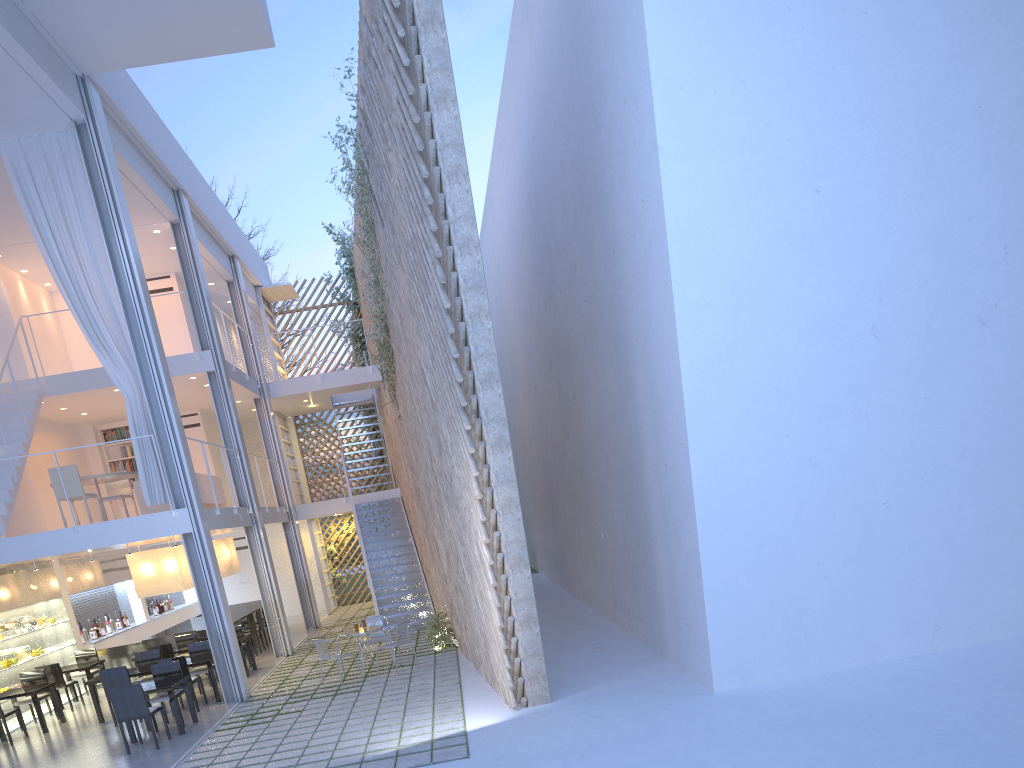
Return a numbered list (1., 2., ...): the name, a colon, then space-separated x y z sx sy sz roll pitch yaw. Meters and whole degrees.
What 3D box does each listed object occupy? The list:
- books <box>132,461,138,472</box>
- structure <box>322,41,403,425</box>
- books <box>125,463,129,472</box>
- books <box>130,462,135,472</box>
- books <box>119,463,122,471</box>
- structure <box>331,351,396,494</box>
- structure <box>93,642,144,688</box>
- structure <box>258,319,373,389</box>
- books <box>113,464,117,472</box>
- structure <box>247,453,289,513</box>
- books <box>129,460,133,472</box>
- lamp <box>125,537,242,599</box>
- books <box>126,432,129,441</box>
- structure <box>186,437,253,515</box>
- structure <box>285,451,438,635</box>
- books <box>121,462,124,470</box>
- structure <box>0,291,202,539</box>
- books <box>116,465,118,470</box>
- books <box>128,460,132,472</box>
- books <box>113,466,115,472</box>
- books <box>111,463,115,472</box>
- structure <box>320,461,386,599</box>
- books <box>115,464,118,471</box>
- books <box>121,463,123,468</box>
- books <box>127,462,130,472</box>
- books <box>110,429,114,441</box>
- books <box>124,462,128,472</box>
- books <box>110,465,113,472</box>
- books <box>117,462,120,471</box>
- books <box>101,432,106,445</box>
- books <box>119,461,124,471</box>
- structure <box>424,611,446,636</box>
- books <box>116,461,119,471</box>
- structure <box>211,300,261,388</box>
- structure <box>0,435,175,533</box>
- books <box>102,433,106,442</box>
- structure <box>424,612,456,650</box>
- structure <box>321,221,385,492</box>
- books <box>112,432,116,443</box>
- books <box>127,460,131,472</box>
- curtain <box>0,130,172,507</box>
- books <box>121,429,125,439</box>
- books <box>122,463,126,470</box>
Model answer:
1. books: -4.194 0.924 9.158 0.006 0.135 0.068 -10 9 -6
2. structure: -0.984 -0.831 6.744 0.731 2.836 2.293 -12 6 -14
3. books: -4.259 0.938 9.150 0.018 0.126 0.081 -10 7 -6
4. books: -4.204 0.927 9.148 0.015 0.129 0.088 -10 7 -6
5. books: -4.333 0.947 9.145 0.015 0.132 0.085 -10 7 -6
6. structure: -1.913 0.465 10.232 0.531 1.968 1.209 -11 8 -11
7. structure: -3.710 2.649 7.740 0.555 0.388 0.011 -9 14 -2
8. structure: -2.142 -0.325 8.991 1.137 0.597 0.025 -9 13 -2
9. books: -4.388 0.958 9.141 0.021 0.129 0.088 -10 7 -6
10. structure: -2.482 1.024 8.331 0.028 0.566 1.671 -10 -5 -6
11. books: -4.219 0.919 9.148 0.011 0.151 0.082 -10 9 -6
12. lamp: -3.422 1.921 8.773 0.446 0.432 2.266 -10 -7 -6
13. books: -4.226 0.570 9.071 0.006 0.125 0.077 -10 8 -6
14. structure: -2.326 0.760 6.541 0.028 0.566 1.669 -10 -5 -6
15. structure: -1.636 1.629 8.652 1.170 2.040 1.910 -11 4 -12
16. books: -4.301 0.938 9.142 0.008 0.140 0.091 -10 7 -6
17. structure: -3.199 0.782 5.547 1.724 3.441 3.544 -10 3 -6
18. books: -4.369 0.957 9.148 0.006 0.125 0.077 -10 8 -6
19. books: -4.228 0.921 9.149 0.008 0.151 0.079 -10 9 -6
20. books: -4.401 0.961 9.142 0.006 0.126 0.086 -10 7 -6
21. books: -4.414 0.953 9.139 0.015 0.148 0.084 -10 8 -6
22. structure: -2.152 2.050 11.319 1.142 2.091 0.271 -9 13 -3
23. books: -4.375 0.956 9.140 0.006 0.129 0.091 -10 6 -6
24. books: -4.307 0.942 9.142 0.005 0.134 0.091 -10 7 -6
25. books: -4.246 0.926 9.146 0.010 0.147 0.085 -10 8 -6
26. books: -4.386 0.580 9.060 0.011 0.160 0.078 -10 9 -6
27. books: -4.280 0.938 9.155 0.021 0.136 0.066 -10 9 -6
28. books: -4.427 0.961 9.137 0.015 0.134 0.091 -10 7 -6
29. books: -4.349 0.943 9.147 0.015 0.149 0.075 -10 9 -6
30. books: -4.481 0.601 9.054 0.015 0.148 0.084 -10 8 -6
31. books: -4.320 0.932 9.143 0.015 0.159 0.083 -10 9 -6
32. structure: -0.657 2.161 7.408 0.268 0.272 0.252 -9 4 3
33. books: -4.363 0.939 9.143 0.011 0.160 0.078 -10 9 -6
34. structure: -2.695 -0.367 7.993 0.028 0.566 1.671 -10 -5 -6
35. structure: -2.864 1.253 4.986 1.362 1.868 1.383 -10 6 -4
36. books: -4.469 0.608 9.054 0.006 0.129 0.091 -10 6 -6
37. structure: -0.589 2.031 6.773 0.289 0.337 0.311 -11 4 -19
38. structure: -1.963 0.388 11.753 1.110 4.719 3.171 -11 7 -8
39. books: -4.367 0.591 9.060 0.021 0.129 0.088 -10 7 -6
40. books: -4.237 0.922 9.146 0.009 0.152 0.085 -10 8 -6
41. curtain: -2.765 -0.354 5.421 0.512 2.532 0.090 -10 14 -5
42. books: -4.274 0.566 9.067 0.027 0.149 0.075 -10 9 -6
43. books: -4.293 0.939 9.143 0.007 0.134 0.091 -10 7 -6
